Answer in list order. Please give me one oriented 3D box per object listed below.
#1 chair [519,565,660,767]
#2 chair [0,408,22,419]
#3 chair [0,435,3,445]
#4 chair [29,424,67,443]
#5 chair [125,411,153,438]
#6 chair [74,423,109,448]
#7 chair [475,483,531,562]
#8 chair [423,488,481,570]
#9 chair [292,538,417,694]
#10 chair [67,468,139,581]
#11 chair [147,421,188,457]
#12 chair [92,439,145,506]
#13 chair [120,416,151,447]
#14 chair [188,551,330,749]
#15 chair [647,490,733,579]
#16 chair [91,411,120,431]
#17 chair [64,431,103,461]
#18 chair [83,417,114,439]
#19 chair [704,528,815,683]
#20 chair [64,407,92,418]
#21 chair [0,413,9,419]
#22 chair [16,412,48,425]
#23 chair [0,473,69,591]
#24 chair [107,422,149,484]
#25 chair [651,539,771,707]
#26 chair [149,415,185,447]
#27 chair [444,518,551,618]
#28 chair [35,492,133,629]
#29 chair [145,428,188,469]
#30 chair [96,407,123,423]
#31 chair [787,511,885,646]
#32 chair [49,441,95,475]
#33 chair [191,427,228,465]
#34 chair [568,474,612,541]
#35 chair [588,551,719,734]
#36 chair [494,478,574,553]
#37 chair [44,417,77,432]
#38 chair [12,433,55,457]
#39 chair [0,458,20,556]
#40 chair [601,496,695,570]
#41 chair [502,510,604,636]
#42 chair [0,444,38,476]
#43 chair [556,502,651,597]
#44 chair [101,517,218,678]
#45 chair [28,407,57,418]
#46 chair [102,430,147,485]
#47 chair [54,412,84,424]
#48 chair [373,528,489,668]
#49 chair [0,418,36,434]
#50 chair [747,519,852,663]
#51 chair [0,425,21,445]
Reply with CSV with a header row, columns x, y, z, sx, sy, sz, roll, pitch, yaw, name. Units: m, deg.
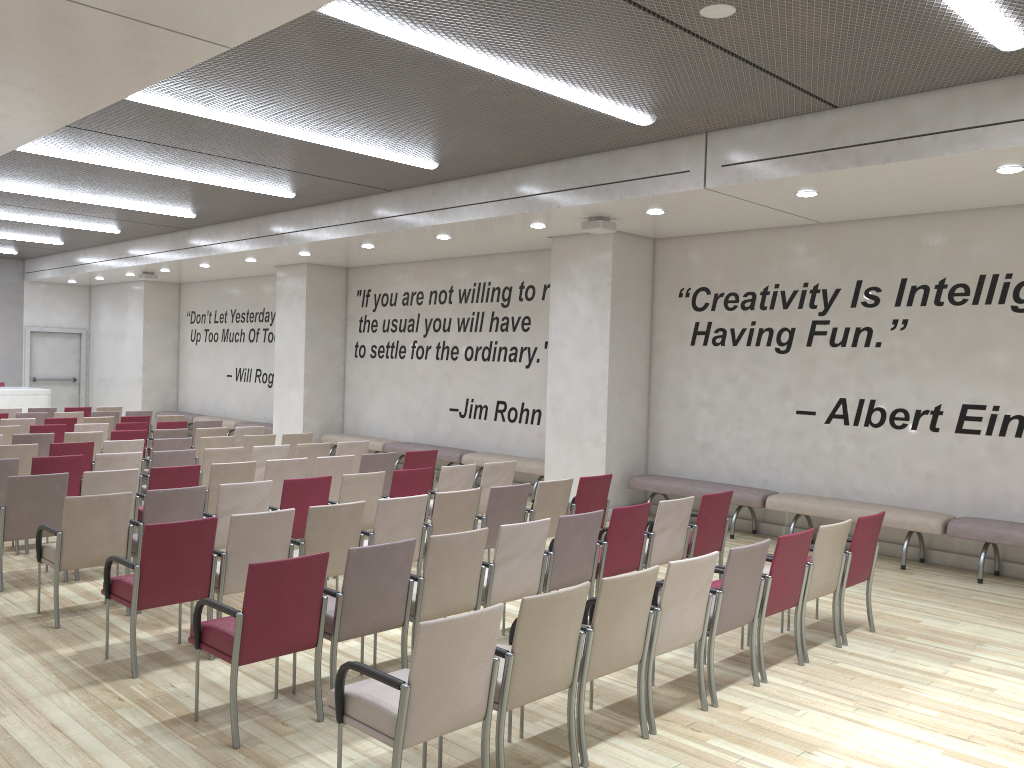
x,y,z,sx,sy,sz,roll,pitch,yaw,name
0.355,1.330,4.457,0.640,0.890,0.513,3,2,45,chair
-8.489,0.827,14.748,0.513,0.890,0.640,0,2,-45,chair
-6.145,1.004,10.106,0.513,0.890,0.640,0,2,-45,chair
-6.257,0.963,11.768,0.640,0.890,0.513,3,2,44,chair
-6.449,0.882,15.048,0.513,0.890,0.640,0,2,-45,chair
-5.871,0.966,12.148,0.640,0.890,0.513,3,2,44,chair
-0.223,1.246,7.359,0.513,0.890,0.640,0,2,-45,chair
-0.623,1.243,6.967,0.640,0.890,0.513,3,2,44,chair
-0.903,1.281,4.944,0.640,0.890,0.513,3,2,45,chair
-3.516,1.143,7.523,0.640,0.890,0.513,3,2,45,chair
-5.091,0.971,12.941,0.640,0.890,0.513,3,2,44,chair
-4.513,1.055,10.033,0.640,0.890,0.513,3,2,44,chair
-5.979,0.925,13.793,0.640,0.890,0.513,3,2,44,chair
-1.301,1.278,4.541,0.640,0.890,0.513,3,2,44,chair
1.426,1.297,7.281,0.640,0.890,0.513,3,2,44,chair
-6.836,0.879,14.658,0.640,0.890,0.513,3,2,45,chair
-5.368,1.010,10.892,0.640,0.890,0.513,3,2,45,chair
-6.362,0.922,13.404,0.640,0.890,0.513,3,2,44,chair
1.527,1.338,5.639,0.640,0.890,0.513,3,2,45,chair
-7.711,0.833,15.526,0.640,0.890,0.513,3,2,44,chair
-8.005,0.871,13.497,0.640,0.890,0.513,3,2,45,chair
-7.610,0.874,13.876,0.640,0.890,0.513,3,2,45,chair
-3.916,1.140,7.138,0.640,0.890,0.513,3,2,44,chair
-5.483,0.969,12.529,0.513,0.890,0.640,0,2,-45,chair
1.134,1.335,5.236,0.640,0.890,0.513,3,2,44,chair
-5.592,0.927,14.183,0.640,0.890,0.513,3,2,44,chair
-0.129,1.286,5.718,0.640,0.890,0.513,3,2,45,chair
-3.031,1.186,6.273,0.513,0.890,0.640,0,2,-44,chair
-4.616,1.014,11.674,0.640,0.890,0.513,3,2,45,chair
-7.333,0.836,15.902,0.513,0.890,0.640,0,2,-45,chair
2.300,1.343,6.418,0.640,0.890,0.513,3,2,44,chair
-4.887,1.053,9.636,0.640,0.890,0.513,3,2,44,chair
-4.223,1.017,12.061,0.640,0.890,0.513,3,2,44,chair
0.539,1.251,8.143,0.513,0.890,0.640,0,2,-45,chair
0.739,1.332,4.848,0.513,0.890,0.640,0,2,-44,chair
0.157,1.248,7.763,0.640,0.890,0.513,3,2,44,chair
-6.731,0.920,13.015,0.640,0.890,0.513,3,2,44,chair
-5.760,1.007,10.498,0.513,0.890,0.640,0,2,-45,chair
-4.786,1.094,8.001,0.640,0.890,0.513,3,2,45,chair
1.029,1.294,6.884,0.513,0.890,0.640,0,2,-45,chair
0.249,1.289,6.106,0.640,0.890,0.513,3,2,45,chair
-5.280,1.050,9.240,0.640,0.890,0.513,3,2,45,chair
0.634,1.291,6.501,0.640,0.890,0.513,3,2,44,chair
-2.153,1.232,5.410,0.640,0.890,0.513,3,2,44,chair
-8.106,0.830,15.123,0.513,0.890,0.640,0,2,-45,chair
-5.000,1.012,11.293,0.640,0.890,0.513,3,2,44,chair
-7.238,0.876,14.270,0.640,0.890,0.513,3,2,44,chair
-0.515,1.284,5.327,0.513,0.890,0.640,0,2,-45,chair
-7.122,0.917,12.619,0.513,0.890,0.640,0,2,-45,chair
1.911,1.340,6.030,0.513,0.890,0.640,0,2,-45,chair
-6.642,0.961,11.364,0.640,0.890,0.513,3,2,45,chair
